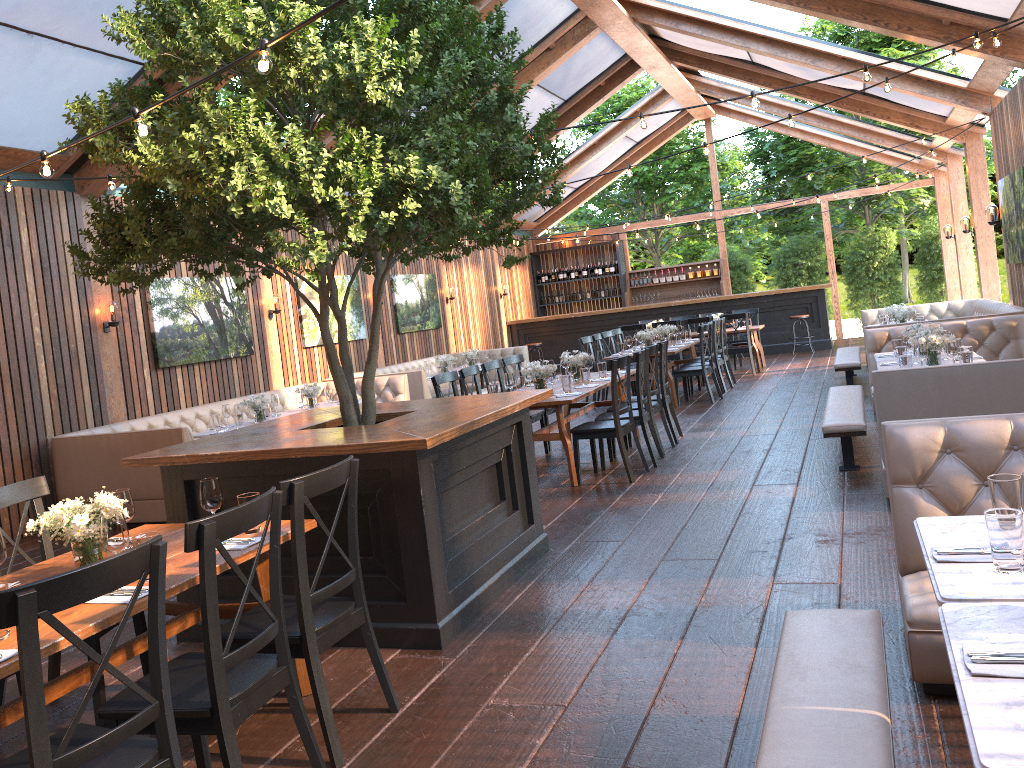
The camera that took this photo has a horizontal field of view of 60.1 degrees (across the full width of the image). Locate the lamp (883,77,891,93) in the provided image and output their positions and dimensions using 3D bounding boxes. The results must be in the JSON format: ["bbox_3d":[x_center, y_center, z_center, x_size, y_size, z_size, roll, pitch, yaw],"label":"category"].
[{"bbox_3d":[2.847,-2.271,6.718,0.056,0.121,0.056,-9,2,-44],"label":"lamp"}]

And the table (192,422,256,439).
[{"bbox_3d":[-2.694,0.772,8.892,0.797,0.671,0.803,-6,3,21],"label":"table"}]

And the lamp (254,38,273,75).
[{"bbox_3d":[-0.784,-1.034,2.786,0.060,0.119,0.056,-8,2,-32],"label":"lamp"}]

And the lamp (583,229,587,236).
[{"bbox_3d":[1.211,-2.526,14.723,0.056,0.119,0.059,-7,2,1],"label":"lamp"}]

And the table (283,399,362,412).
[{"bbox_3d":[-2.108,0.573,10.412,0.796,0.671,0.803,-6,3,21],"label":"table"}]

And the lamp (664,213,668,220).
[{"bbox_3d":[2.405,-2.611,13.781,0.057,0.119,0.056,-6,2,15],"label":"lamp"}]

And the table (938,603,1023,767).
[{"bbox_3d":[1.320,0.890,1.689,0.796,0.671,0.803,-6,3,22],"label":"table"}]

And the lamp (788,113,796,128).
[{"bbox_3d":[2.265,-2.134,7.171,0.056,0.121,0.056,-6,2,34],"label":"lamp"}]

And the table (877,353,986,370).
[{"bbox_3d":[3.496,0.150,7.337,0.796,0.671,0.803,-6,3,22],"label":"table"}]

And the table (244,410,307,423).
[{"bbox_3d":[-2.401,0.673,9.652,0.796,0.671,0.803,-6,3,22],"label":"table"}]

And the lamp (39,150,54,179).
[{"bbox_3d":[-1.964,-0.926,3.728,0.056,0.121,0.056,-6,2,41],"label":"lamp"}]

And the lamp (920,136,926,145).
[{"bbox_3d":[5.332,-3.155,11.461,0.056,0.118,0.064,-7,2,-5],"label":"lamp"}]

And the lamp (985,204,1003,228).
[{"bbox_3d":[6.011,-2.091,11.042,0.177,0.320,0.147,-6,2,22],"label":"lamp"}]

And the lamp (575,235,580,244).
[{"bbox_3d":[0.831,-1.841,11.254,0.056,0.120,0.056,-6,2,41],"label":"lamp"}]

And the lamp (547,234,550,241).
[{"bbox_3d":[0.624,-2.514,15.207,0.056,0.121,0.056,-8,2,-35],"label":"lamp"}]

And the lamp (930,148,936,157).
[{"bbox_3d":[5.243,-2.885,11.018,0.068,0.117,0.057,-6,2,28],"label":"lamp"}]

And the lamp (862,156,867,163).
[{"bbox_3d":[4.743,-3.025,11.910,0.056,0.114,0.076,-6,2,20],"label":"lamp"}]

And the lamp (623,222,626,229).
[{"bbox_3d":[1.807,-2.557,14.259,0.056,0.121,0.056,-7,2,-10],"label":"lamp"}]

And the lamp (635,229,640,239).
[{"bbox_3d":[1.586,-1.902,11.212,0.056,0.120,0.056,-6,2,27],"label":"lamp"}]

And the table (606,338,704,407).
[{"bbox_3d":[2.149,-0.170,12.747,0.948,0.728,2.444,-6,5,22],"label":"table"}]

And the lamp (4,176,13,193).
[{"bbox_3d":[-3.640,-1.442,6.395,0.056,0.121,0.056,-7,2,4],"label":"lamp"}]

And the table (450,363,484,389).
[{"bbox_3d":[-0.486,0.022,14.622,0.796,0.671,0.803,-6,3,21],"label":"table"}]

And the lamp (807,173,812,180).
[{"bbox_3d":[4.152,-2.901,12.372,0.056,0.114,0.075,-8,2,-23],"label":"lamp"}]

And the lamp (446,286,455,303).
[{"bbox_3d":[-1.164,-1.704,16.809,0.177,0.320,0.147,-6,2,22],"label":"lamp"}]

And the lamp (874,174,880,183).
[{"bbox_3d":[4.553,-2.563,11.036,0.059,0.119,0.056,-8,2,-37],"label":"lamp"}]

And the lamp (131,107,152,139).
[{"bbox_3d":[-1.365,-0.964,3.263,0.059,0.119,0.057,-6,2,36],"label":"lamp"}]

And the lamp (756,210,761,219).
[{"bbox_3d":[3.097,-2.130,11.105,0.056,0.120,0.056,-7,2,-18],"label":"lamp"}]

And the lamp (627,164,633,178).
[{"bbox_3d":[1.074,-1.949,8.093,0.056,0.121,0.056,-8,2,-28],"label":"lamp"}]

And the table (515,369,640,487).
[{"bbox_3d":[0.530,0.381,8.545,0.948,0.728,2.444,-6,5,22],"label":"table"}]

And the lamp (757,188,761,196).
[{"bbox_3d":[3.581,-2.792,12.862,0.056,0.120,0.056,-7,2,-3],"label":"lamp"}]

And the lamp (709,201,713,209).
[{"bbox_3d":[2.991,-2.691,13.317,0.056,0.121,0.056,-6,2,36],"label":"lamp"}]

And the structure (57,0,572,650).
[{"bbox_3d":[-0.989,-0.637,5.068,2.706,3.691,2.866,-6,3,30],"label":"structure"}]

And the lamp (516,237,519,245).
[{"bbox_3d":[0.072,-1.819,11.333,0.056,0.121,0.056,-7,2,9],"label":"lamp"}]

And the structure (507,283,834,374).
[{"bbox_3d":[3.258,-1.080,18.699,6.784,1.273,0.861,-5,3,21],"label":"structure"}]

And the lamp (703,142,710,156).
[{"bbox_3d":[1.673,-2.028,7.632,0.056,0.121,0.056,-6,2,31],"label":"lamp"}]

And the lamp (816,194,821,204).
[{"bbox_3d":[3.834,-2.315,11.073,0.056,0.120,0.056,-6,2,19],"label":"lamp"}]

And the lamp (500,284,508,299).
[{"bbox_3d":[-0.173,-2.041,19.380,0.177,0.320,0.147,-6,2,22],"label":"lamp"}]

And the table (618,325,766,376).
[{"bbox_3d":[3.142,-0.513,15.394,2.424,0.729,0.955,-5,4,21],"label":"table"}]

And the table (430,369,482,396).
[{"bbox_3d":[-0.778,0.121,13.862,0.796,0.671,0.803,-6,3,22],"label":"table"}]

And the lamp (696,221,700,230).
[{"bbox_3d":[2.343,-1.996,11.152,0.056,0.121,0.056,-6,2,20],"label":"lamp"}]

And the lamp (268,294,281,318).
[{"bbox_3d":[-3.132,-1.035,11.701,0.177,0.320,0.147,-6,2,22],"label":"lamp"}]

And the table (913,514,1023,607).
[{"bbox_3d":[1.613,0.790,2.449,0.797,0.671,0.803,-6,3,21],"label":"table"}]

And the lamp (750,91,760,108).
[{"bbox_3d":[1.645,-1.924,5.982,0.056,0.120,0.056,-7,2,-12],"label":"lamp"}]

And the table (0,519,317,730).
[{"bbox_3d":[-1.669,1.128,2.839,0.948,0.728,2.444,-6,5,22],"label":"table"}]

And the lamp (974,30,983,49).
[{"bbox_3d":[3.117,-2.305,5.928,0.065,0.118,0.056,-8,2,-20],"label":"lamp"}]

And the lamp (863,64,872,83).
[{"bbox_3d":[2.387,-2.091,5.962,0.062,0.119,0.056,-8,2,-27],"label":"lamp"}]

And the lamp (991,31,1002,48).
[{"bbox_3d":[3.435,-2.443,6.268,0.056,0.120,0.056,-7,2,-13],"label":"lamp"}]

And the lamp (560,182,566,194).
[{"bbox_3d":[0.488,-1.896,8.565,0.056,0.121,0.056,-7,2,-3],"label":"lamp"}]

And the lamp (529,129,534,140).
[{"bbox_3d":[0.141,-1.690,6.081,0.056,0.121,0.056,-7,2,2],"label":"lamp"}]

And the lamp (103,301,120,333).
[{"bbox_3d":[-4.126,-0.697,9.121,0.177,0.320,0.147,-6,2,22],"label":"lamp"}]

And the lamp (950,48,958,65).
[{"bbox_3d":[3.212,-2.380,6.438,0.056,0.121,0.056,-6,2,24],"label":"lamp"}]

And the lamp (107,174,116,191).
[{"bbox_3d":[-2.877,-1.444,6.342,0.056,0.117,0.068,-6,2,19],"label":"lamp"}]

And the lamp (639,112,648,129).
[{"bbox_3d":[0.894,-1.793,6.020,0.056,0.120,0.056,-7,2,9],"label":"lamp"}]

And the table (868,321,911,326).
[{"bbox_3d":[5.412,-0.500,12.307,0.796,0.671,0.803,-6,3,21],"label":"table"}]

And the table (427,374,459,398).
[{"bbox_3d":[-1.071,0.221,13.102,0.797,0.671,0.803,-6,3,21],"label":"table"}]

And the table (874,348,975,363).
[{"bbox_3d":[3.789,0.051,8.097,0.796,0.671,0.803,-6,3,21],"label":"table"}]
